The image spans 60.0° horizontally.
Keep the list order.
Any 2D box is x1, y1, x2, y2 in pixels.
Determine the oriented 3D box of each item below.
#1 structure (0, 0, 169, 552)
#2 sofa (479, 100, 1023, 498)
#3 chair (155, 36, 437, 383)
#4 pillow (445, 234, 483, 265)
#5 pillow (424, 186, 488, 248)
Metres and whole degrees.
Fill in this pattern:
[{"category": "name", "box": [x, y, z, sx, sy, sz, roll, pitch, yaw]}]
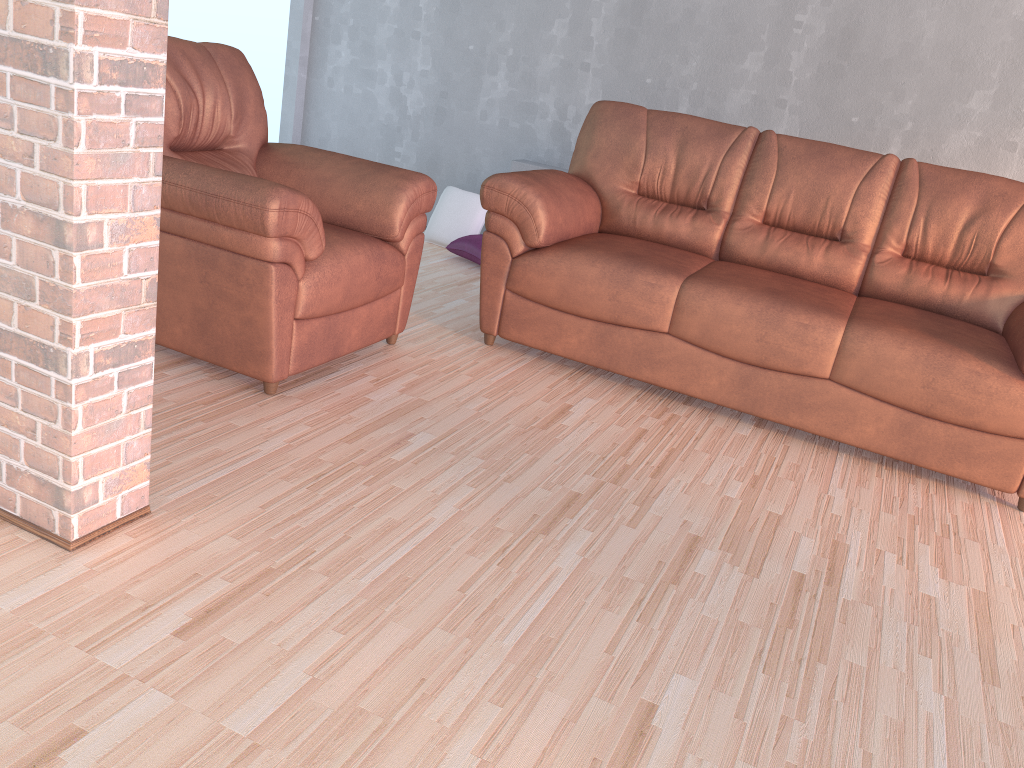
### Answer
[{"category": "structure", "box": [-1.373, -0.390, 1.895, 1.422, 1.057, 0.211, 18, 21, 19]}, {"category": "sofa", "box": [1.032, -0.447, 3.360, 2.202, 0.923, 0.981, 18, 21, 19]}, {"category": "chair", "box": [-0.867, -0.622, 2.924, 0.936, 0.879, 0.970, 18, 21, 19]}, {"category": "pillow", "box": [-0.116, -0.727, 4.808, 0.392, 0.130, 0.365, 27, 26, 38]}, {"category": "pillow", "box": [-0.307, -0.926, 5.013, 0.327, 0.326, 0.241, 20, 22, 23]}]
